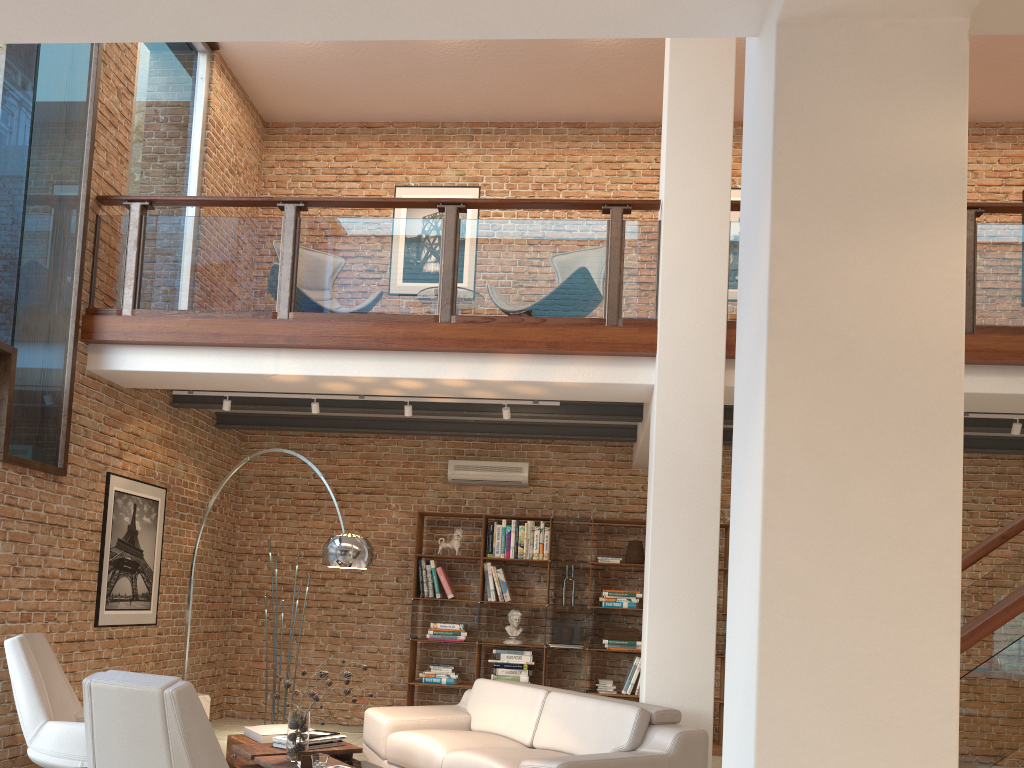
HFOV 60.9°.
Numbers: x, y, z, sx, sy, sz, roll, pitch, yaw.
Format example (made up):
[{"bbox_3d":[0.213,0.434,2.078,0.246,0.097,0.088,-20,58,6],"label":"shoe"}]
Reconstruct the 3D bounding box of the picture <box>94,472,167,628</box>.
[{"bbox_3d":[-3.066,1.368,7.054,0.027,1.167,0.935,2,-8,6],"label":"picture"}]

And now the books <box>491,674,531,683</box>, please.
[{"bbox_3d":[-0.003,2.882,8.560,0.362,0.054,0.291,1,-14,7],"label":"books"}]

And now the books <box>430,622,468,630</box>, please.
[{"bbox_3d":[-0.621,2.403,8.647,0.326,0.054,0.262,1,-14,8],"label":"books"}]

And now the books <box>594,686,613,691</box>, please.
[{"bbox_3d":[0.891,2.964,8.482,0.162,0.017,0.259,3,-14,1],"label":"books"}]

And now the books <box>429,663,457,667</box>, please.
[{"bbox_3d":[-0.684,2.776,8.627,0.252,0.017,0.167,2,-14,5],"label":"books"}]

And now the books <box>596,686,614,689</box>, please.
[{"bbox_3d":[0.905,2.953,8.485,0.156,0.008,0.250,3,-14,1],"label":"books"}]

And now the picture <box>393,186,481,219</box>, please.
[{"bbox_3d":[-0.813,-1.500,9.154,0.913,1.169,0.028,2,-4,5],"label":"picture"}]

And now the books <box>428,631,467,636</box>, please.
[{"bbox_3d":[-0.631,2.464,8.626,0.380,0.035,0.251,3,-14,-1],"label":"books"}]

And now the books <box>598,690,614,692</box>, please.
[{"bbox_3d":[0.903,2.978,8.483,0.156,0.008,0.250,3,-14,1],"label":"books"}]

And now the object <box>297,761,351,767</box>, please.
[{"bbox_3d":[-0.978,2.032,4.614,0.273,0.034,0.254,9,-15,-22],"label":"object"}]

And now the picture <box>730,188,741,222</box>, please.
[{"bbox_3d":[2.485,-1.412,8.857,0.913,1.169,0.028,2,-4,5],"label":"picture"}]

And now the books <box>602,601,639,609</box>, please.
[{"bbox_3d":[1.061,2.158,8.509,0.326,0.054,0.262,-1,-14,15],"label":"books"}]

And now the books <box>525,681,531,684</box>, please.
[{"bbox_3d":[-0.006,2.935,8.537,0.380,0.063,0.251,3,-14,0],"label":"books"}]

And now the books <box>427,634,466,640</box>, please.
[{"bbox_3d":[-0.644,2.501,8.631,0.379,0.035,0.251,3,-14,1],"label":"books"}]

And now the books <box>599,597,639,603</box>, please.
[{"bbox_3d":[1.043,2.115,8.522,0.379,0.035,0.251,2,-14,5],"label":"books"}]

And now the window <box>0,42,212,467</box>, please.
[{"bbox_3d":[-3.761,-1.577,1.849,0.647,6.222,12.696,2,-12,6],"label":"window"}]

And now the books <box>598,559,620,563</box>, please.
[{"bbox_3d":[0.945,1.733,8.497,0.206,0.033,0.136,2,-14,5],"label":"books"}]

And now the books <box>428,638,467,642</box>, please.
[{"bbox_3d":[-0.635,2.531,8.635,0.355,0.020,0.280,2,-14,5],"label":"books"}]

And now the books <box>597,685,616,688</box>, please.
[{"bbox_3d":[0.912,2.942,8.492,0.171,0.018,0.243,3,-14,-1],"label":"books"}]

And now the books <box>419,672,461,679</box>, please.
[{"bbox_3d":[-0.706,2.880,8.621,0.379,0.035,0.251,2,-14,5],"label":"books"}]

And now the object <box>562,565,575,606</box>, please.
[{"bbox_3d":[0.560,1.967,8.518,0.121,0.390,0.063,2,-4,8],"label":"object"}]

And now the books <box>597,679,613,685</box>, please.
[{"bbox_3d":[0.907,2.897,8.490,0.132,0.033,0.212,3,-14,1],"label":"books"}]

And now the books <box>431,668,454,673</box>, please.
[{"bbox_3d":[-0.688,2.831,8.637,0.206,0.033,0.136,2,-14,5],"label":"books"}]

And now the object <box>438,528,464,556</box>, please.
[{"bbox_3d":[-0.606,1.564,8.651,0.251,0.276,0.133,1,-6,13],"label":"object"}]

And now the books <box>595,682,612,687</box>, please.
[{"bbox_3d":[0.893,2.921,8.485,0.162,0.017,0.259,2,-14,5],"label":"books"}]

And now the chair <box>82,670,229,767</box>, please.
[{"bbox_3d":[-1.227,1.646,3.506,1.027,0.991,0.996,-1,-10,22],"label":"chair"}]

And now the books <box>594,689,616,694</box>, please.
[{"bbox_3d":[0.910,2.993,8.489,0.171,0.018,0.243,4,-14,-6],"label":"books"}]

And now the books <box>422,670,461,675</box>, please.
[{"bbox_3d":[-0.690,2.851,8.612,0.380,0.018,0.251,3,-14,-2],"label":"books"}]

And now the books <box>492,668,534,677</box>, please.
[{"bbox_3d":[0.010,2.819,8.547,0.380,0.063,0.251,5,-14,-8],"label":"books"}]

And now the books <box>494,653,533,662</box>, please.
[{"bbox_3d":[0.016,2.686,8.576,0.380,0.063,0.251,3,-14,0],"label":"books"}]

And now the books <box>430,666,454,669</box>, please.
[{"bbox_3d":[-0.692,2.807,8.646,0.236,0.018,0.176,3,-14,-2],"label":"books"}]

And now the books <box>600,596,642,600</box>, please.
[{"bbox_3d":[1.060,2.086,8.513,0.380,0.018,0.251,3,-14,-2],"label":"books"}]

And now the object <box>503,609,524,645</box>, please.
[{"bbox_3d":[0.019,2.388,8.582,0.196,0.342,0.198,0,-7,21],"label":"object"}]

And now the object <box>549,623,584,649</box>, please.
[{"bbox_3d":[0.536,2.451,8.505,0.335,0.227,0.291,2,-10,5],"label":"object"}]

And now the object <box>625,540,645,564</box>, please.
[{"bbox_3d":[1.196,1.642,8.479,0.196,0.227,0.195,9,-10,-37],"label":"object"}]

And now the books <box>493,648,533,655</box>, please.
[{"bbox_3d":[0.014,2.635,8.575,0.379,0.035,0.251,2,-14,5],"label":"books"}]

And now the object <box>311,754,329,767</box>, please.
[{"bbox_3d":[-1.000,1.974,4.535,0.092,0.082,0.092,10,-12,-35],"label":"object"}]

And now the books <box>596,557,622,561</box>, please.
[{"bbox_3d":[0.941,1.709,8.506,0.236,0.018,0.176,3,-14,-2],"label":"books"}]

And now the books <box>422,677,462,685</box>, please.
[{"bbox_3d":[-0.689,2.923,8.608,0.326,0.054,0.262,-1,-14,15],"label":"books"}]

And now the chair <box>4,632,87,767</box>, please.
[{"bbox_3d":[-2.593,2.059,5.402,0.986,0.974,1.051,5,-10,-10],"label":"chair"}]

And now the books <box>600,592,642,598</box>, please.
[{"bbox_3d":[1.062,2.057,8.506,0.380,0.035,0.251,3,-14,-1],"label":"books"}]

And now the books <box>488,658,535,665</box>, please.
[{"bbox_3d":[0.004,2.723,8.555,0.444,0.020,0.280,2,-14,5],"label":"books"}]

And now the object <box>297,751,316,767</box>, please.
[{"bbox_3d":[-1.088,2.012,4.651,0.094,0.080,0.117,7,-12,-22],"label":"object"}]

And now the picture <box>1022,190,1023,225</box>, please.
[{"bbox_3d":[5.505,-1.331,8.585,0.913,1.169,0.028,2,-4,5],"label":"picture"}]

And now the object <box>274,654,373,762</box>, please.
[{"bbox_3d":[-1.057,1.823,4.926,0.546,0.593,0.321,7,-7,-24],"label":"object"}]

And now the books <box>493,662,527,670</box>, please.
[{"bbox_3d":[-0.015,2.756,8.542,0.326,0.054,0.262,3,-14,0],"label":"books"}]

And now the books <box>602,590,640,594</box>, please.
[{"bbox_3d":[1.063,2.034,8.528,0.355,0.020,0.280,2,-14,4],"label":"books"}]
